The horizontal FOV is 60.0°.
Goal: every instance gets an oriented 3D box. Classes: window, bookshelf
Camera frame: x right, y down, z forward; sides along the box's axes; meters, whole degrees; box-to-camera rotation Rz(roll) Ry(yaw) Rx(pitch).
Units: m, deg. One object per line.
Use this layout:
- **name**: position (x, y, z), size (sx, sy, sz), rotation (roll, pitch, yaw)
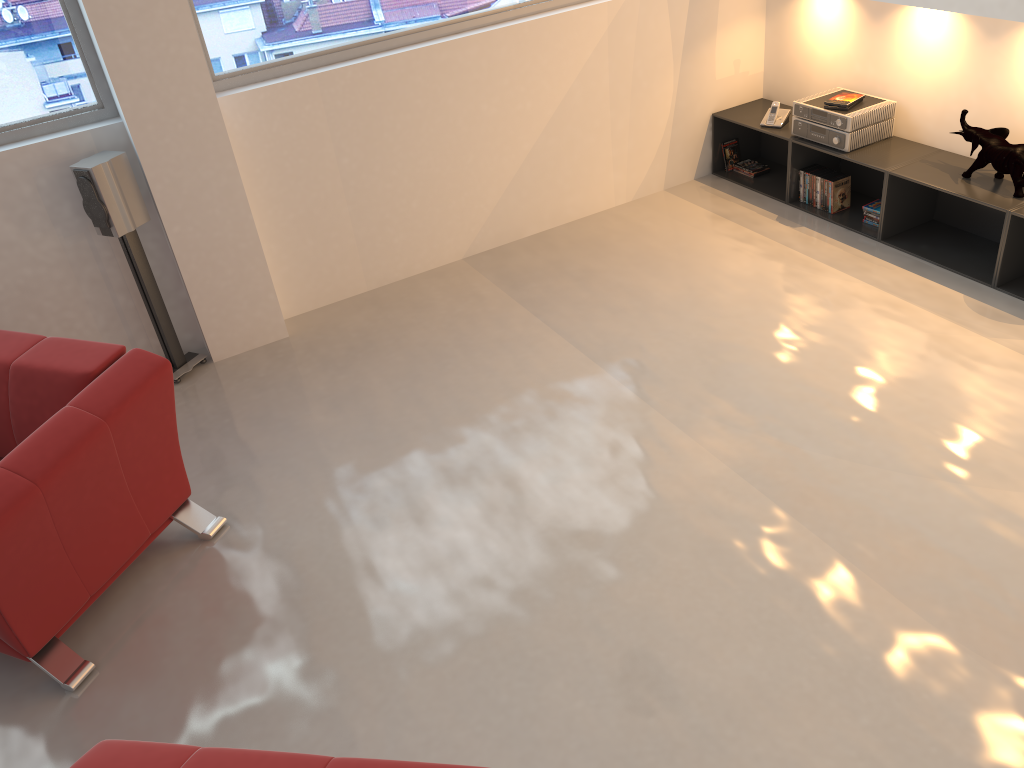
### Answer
- **window**: position (-0.537, -2.558, 4.158), size (2.400, 1.800, 0.100), rotation (-22, 36, -20)
- **window**: position (-2.982, -1.571, 3.215), size (2.400, 1.800, 0.100), rotation (-22, 36, -20)
- **bookshelf**: position (2.109, -0.992, 4.690), size (0.405, 0.397, 2.764), rotation (-22, 36, -20)

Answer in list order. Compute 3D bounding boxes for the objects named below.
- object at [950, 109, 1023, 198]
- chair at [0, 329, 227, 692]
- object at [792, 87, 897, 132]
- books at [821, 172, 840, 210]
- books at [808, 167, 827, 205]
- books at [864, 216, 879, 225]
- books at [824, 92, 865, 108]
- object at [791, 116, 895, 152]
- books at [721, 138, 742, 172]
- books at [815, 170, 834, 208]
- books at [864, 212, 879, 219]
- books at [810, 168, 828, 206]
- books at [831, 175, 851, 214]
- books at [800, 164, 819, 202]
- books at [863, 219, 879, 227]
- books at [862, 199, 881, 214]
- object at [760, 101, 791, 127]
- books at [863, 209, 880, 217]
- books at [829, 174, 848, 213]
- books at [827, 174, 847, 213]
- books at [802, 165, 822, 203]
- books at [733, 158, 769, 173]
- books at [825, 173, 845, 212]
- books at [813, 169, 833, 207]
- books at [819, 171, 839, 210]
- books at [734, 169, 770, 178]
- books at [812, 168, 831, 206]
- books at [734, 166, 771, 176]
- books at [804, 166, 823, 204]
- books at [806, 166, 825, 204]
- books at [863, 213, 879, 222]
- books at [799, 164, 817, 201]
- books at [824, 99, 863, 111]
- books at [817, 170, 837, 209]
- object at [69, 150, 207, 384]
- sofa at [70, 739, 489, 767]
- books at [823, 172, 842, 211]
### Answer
- **object**: position (2.285, -1.103, 4.191), size (0.191, 0.296, 0.507), rotation (-13, 34, -7)
- **chair**: position (-1.882, 0.377, 3.203), size (1.288, 0.738, 0.951), rotation (7, 37, 22)
- **object**: position (1.825, -1.518, 4.891), size (0.349, 0.077, 0.430), rotation (-22, 36, -20)
- **books**: position (1.828, -1.106, 5.083), size (0.135, 0.190, 0.031), rotation (-22, 36, -20)
- **books**: position (1.779, -1.153, 5.163), size (0.135, 0.190, 0.031), rotation (-22, 36, -20)
- **books**: position (2.053, -0.903, 4.863), size (0.135, 0.015, 0.190), rotation (-22, 36, -20)
- **books**: position (1.811, -1.548, 4.827), size (0.190, 0.015, 0.135), rotation (-32, 40, -32)
- **object**: position (1.829, -1.435, 4.943), size (0.365, 0.100, 0.430), rotation (-22, 36, -20)
- **books**: position (1.424, -1.481, 5.739), size (0.135, 0.187, 0.063), rotation (-22, 36, -20)
- **books**: position (1.807, -1.126, 5.117), size (0.135, 0.190, 0.031), rotation (-22, 36, -20)
- **books**: position (2.047, -0.929, 4.850), size (0.135, 0.015, 0.190), rotation (-22, 36, -20)
- **books**: position (1.786, -1.146, 5.152), size (0.135, 0.190, 0.031), rotation (-22, 36, -20)
- **books**: position (1.864, -1.073, 5.026), size (0.135, 0.190, 0.031), rotation (-22, 36, -20)
- **books**: position (1.750, -1.179, 5.209), size (0.135, 0.190, 0.031), rotation (-22, 36, -20)
- **books**: position (2.052, -0.893, 4.876), size (0.135, 0.015, 0.190), rotation (-25, 37, -24)
- **books**: position (2.037, -0.960, 4.844), size (0.135, 0.015, 0.190), rotation (-25, 37, -24)
- **object**: position (1.558, -1.602, 5.236), size (0.130, 0.117, 0.146), rotation (18, 42, 34)
- **books**: position (2.037, -0.941, 4.842), size (0.135, 0.015, 0.190), rotation (-22, 36, -20)
- **books**: position (1.857, -1.079, 5.037), size (0.135, 0.190, 0.031), rotation (-22, 36, -20)
- **books**: position (1.850, -1.086, 5.049), size (0.135, 0.190, 0.031), rotation (-22, 36, -20)
- **books**: position (1.757, -1.172, 5.197), size (0.135, 0.190, 0.031), rotation (-22, 36, -20)
- **books**: position (1.531, -1.402, 5.692), size (0.135, 0.015, 0.190), rotation (-22, 36, -20)
- **books**: position (1.843, -1.093, 5.060), size (0.135, 0.190, 0.031), rotation (-22, 36, -20)
- **books**: position (1.800, -1.133, 5.129), size (0.135, 0.190, 0.031), rotation (-22, 36, -20)
- **books**: position (1.821, -1.113, 5.095), size (0.135, 0.190, 0.031), rotation (-22, 36, -20)
- **books**: position (1.540, -1.372, 5.700), size (0.135, 0.015, 0.190), rotation (-22, 36, -20)
- **books**: position (1.793, -1.139, 5.140), size (0.135, 0.190, 0.031), rotation (-22, 36, -20)
- **books**: position (1.541, -1.382, 5.688), size (0.135, 0.015, 0.190), rotation (-22, 36, -20)
- **books**: position (1.765, -1.166, 5.186), size (0.135, 0.190, 0.031), rotation (-22, 36, -20)
- **books**: position (1.772, -1.159, 5.175), size (0.135, 0.190, 0.031), rotation (-22, 36, -20)
- **books**: position (2.046, -0.920, 4.862), size (0.135, 0.015, 0.190), rotation (-19, 35, -16)
- **books**: position (1.743, -1.186, 5.220), size (0.135, 0.190, 0.031), rotation (-22, 36, -20)
- **books**: position (1.806, -1.530, 4.830), size (0.135, 0.015, 0.190), rotation (22, 44, 37)
- **books**: position (1.814, -1.119, 5.106), size (0.135, 0.190, 0.031), rotation (-22, 36, -20)
- **object**: position (-1.742, -0.524, 4.178), size (0.214, 1.112, 0.229), rotation (10, 38, 26)
- **sofa**: position (-0.625, 1.493, 1.270), size (0.951, 0.738, 1.929), rotation (1, 35, 13)
- **books**: position (1.836, -1.099, 5.072), size (0.135, 0.190, 0.031), rotation (-22, 36, -20)
